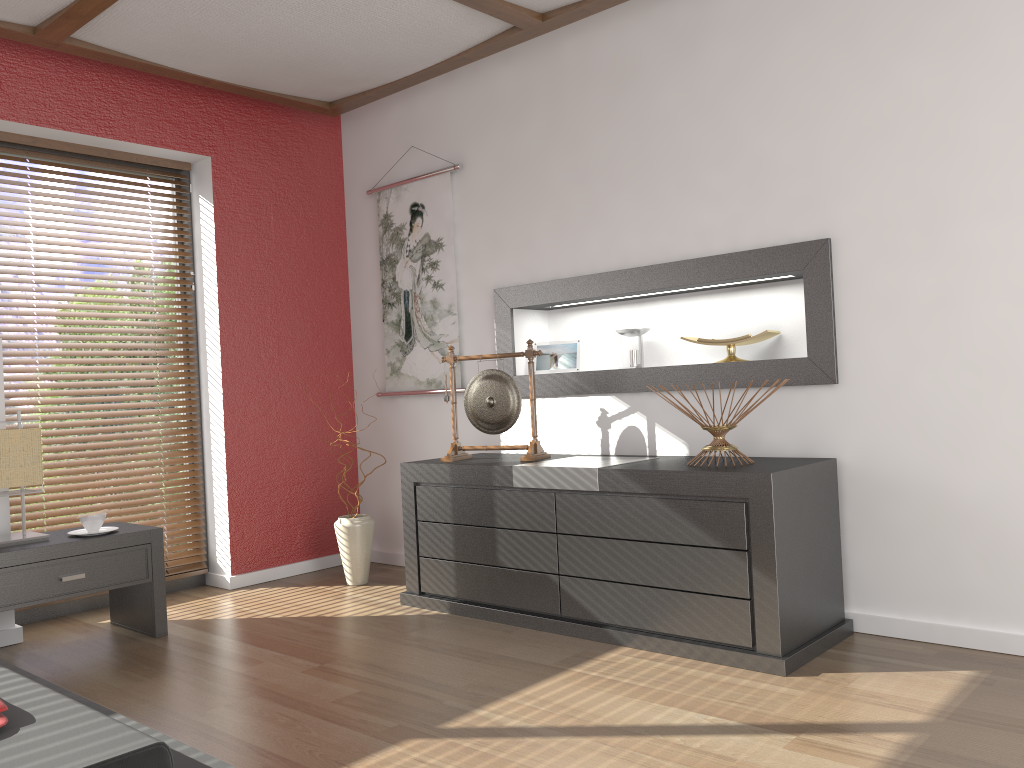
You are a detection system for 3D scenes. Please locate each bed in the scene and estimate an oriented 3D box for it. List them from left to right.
[{"bbox_3d":[-2.086,0.724,1.475,2.413,0.577,2.469,-3,0,42],"label":"bed"}]

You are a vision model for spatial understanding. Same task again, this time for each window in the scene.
[{"bbox_3d":[-1.930,-0.085,4.099,0.020,1.893,0.889,-3,0,42],"label":"window"}]

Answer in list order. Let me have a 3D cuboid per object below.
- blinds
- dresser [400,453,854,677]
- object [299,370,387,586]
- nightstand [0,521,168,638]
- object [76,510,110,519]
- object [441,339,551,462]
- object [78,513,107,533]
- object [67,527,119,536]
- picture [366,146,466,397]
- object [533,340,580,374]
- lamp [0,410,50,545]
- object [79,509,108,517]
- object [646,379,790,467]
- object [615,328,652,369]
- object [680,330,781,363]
[{"bbox_3d":[-3.177,0.004,2.598,0.032,1.952,4.840,-3,0,42],"label":"blinds"},{"bbox_3d":[0.333,0.599,3.428,1.740,0.608,0.540,-3,0,42],"label":"dresser"},{"bbox_3d":[-0.810,0.447,4.237,0.364,1.035,0.422,-3,0,17],"label":"object"},{"bbox_3d":[-1.740,0.795,3.357,0.413,0.423,0.700,-3,0,42],"label":"nightstand"},{"bbox_3d":[-1.611,0.500,3.412,0.007,0.007,0.192,-3,0,11],"label":"object"},{"bbox_3d":[-0.082,0.071,3.747,0.490,0.498,0.173,-3,0,27],"label":"object"},{"bbox_3d":[-1.619,0.539,3.426,0.099,0.069,0.099,-3,0,-23],"label":"object"},{"bbox_3d":[-1.617,0.571,3.426,0.179,0.012,0.179,-3,0,-23],"label":"object"},{"bbox_3d":[-0.485,-0.578,4.506,0.701,1.270,0.028,-3,0,42],"label":"picture"},{"bbox_3d":[0.204,-0.125,4.077,0.226,0.146,0.041,-3,0,22],"label":"object"},{"bbox_3d":[-1.872,0.339,3.298,0.200,0.480,0.200,-3,0,42],"label":"lamp"},{"bbox_3d":[-1.622,0.501,3.433,0.007,0.007,0.192,-3,0,6],"label":"object"},{"bbox_3d":[0.711,0.134,3.057,0.481,0.282,0.481,-3,0,8],"label":"object"},{"bbox_3d":[0.527,-0.150,3.832,0.159,0.171,0.159,-3,0,1],"label":"object"},{"bbox_3d":[0.866,-0.140,3.507,0.350,0.116,0.181,-3,0,32],"label":"object"}]
